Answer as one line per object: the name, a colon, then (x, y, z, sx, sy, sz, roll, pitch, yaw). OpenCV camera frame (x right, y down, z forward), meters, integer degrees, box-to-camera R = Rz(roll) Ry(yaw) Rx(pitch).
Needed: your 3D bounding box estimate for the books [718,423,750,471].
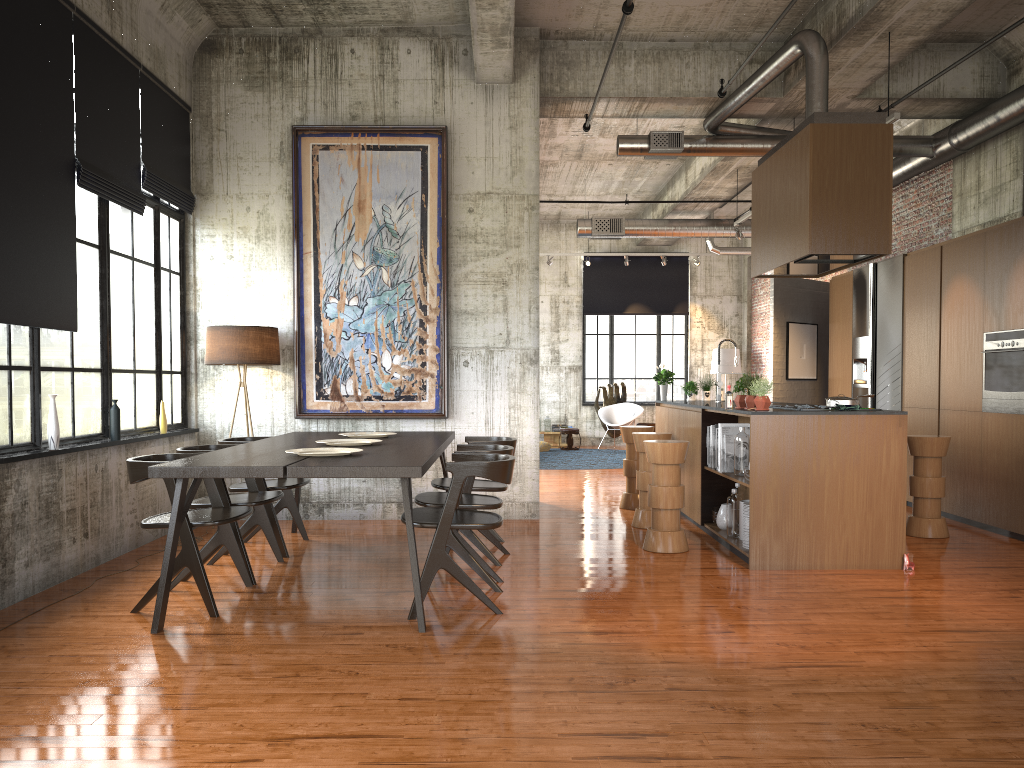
books: (1.036, 0.295, 4.142, 0.142, 0.222, 0.029, 0, 2, -1)

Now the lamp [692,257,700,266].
lamp: (2.057, -1.359, 9.880, 0.113, 0.108, 0.051, 1, 2, 40)

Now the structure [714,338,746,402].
structure: (1.293, -0.083, 5.252, 0.180, 0.375, 0.084, 0, 2, -1)

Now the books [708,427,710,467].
books: (1.036, 0.307, 4.354, 0.142, 0.196, 0.018, 0, 2, -1)

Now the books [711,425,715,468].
books: (1.038, 0.302, 4.291, 0.147, 0.207, 0.051, 0, 2, -1)

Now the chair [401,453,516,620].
chair: (-0.180, 0.496, 3.007, 0.385, 0.497, 0.439, 0, 1, 0)

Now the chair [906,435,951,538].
chair: (2.021, 0.494, 4.325, 0.205, 0.482, 0.205, 1, 2, 30)

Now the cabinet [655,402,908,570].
cabinet: (1.245, 0.430, 4.619, 0.623, 0.622, 2.182, 0, 0, -1)

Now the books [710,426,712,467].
books: (1.038, 0.305, 4.335, 0.142, 0.200, 0.018, 0, 2, -1)

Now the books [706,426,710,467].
books: (1.030, 0.306, 4.373, 0.142, 0.198, 0.018, 0, 2, -1)

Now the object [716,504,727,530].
object: (1.012, 0.628, 4.194, 0.090, 0.122, 0.090, -1, 2, -43)

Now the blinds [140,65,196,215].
blinds: (-1.698, -1.186, 4.409, 0.026, 0.571, 0.649, 0, 1, -1)

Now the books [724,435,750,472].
books: (1.041, 0.319, 4.082, 0.123, 0.174, 0.042, 0, 2, -1)

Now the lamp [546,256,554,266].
lamp: (0.421, -1.359, 9.850, 0.091, 0.120, 0.051, 0, 2, -6)

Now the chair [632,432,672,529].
chair: (0.723, 0.494, 4.596, 0.205, 0.482, 0.205, -1, 2, -22)

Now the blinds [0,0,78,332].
blinds: (-1.694, -0.835, 3.151, 0.017, 1.268, 0.608, 0, 2, -1)

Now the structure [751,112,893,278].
structure: (1.338, -0.797, 3.925, 0.332, 0.563, 0.815, 0, 1, -1)

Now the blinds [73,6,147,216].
blinds: (-1.691, -1.120, 3.765, 0.026, 0.699, 0.628, 0, 1, -1)

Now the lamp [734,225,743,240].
lamp: (1.674, -1.121, 6.556, 0.051, 0.106, 0.130, 1, 1, 29)

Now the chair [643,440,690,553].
chair: (0.688, 0.496, 3.963, 0.205, 0.482, 0.205, -1, 2, -22)

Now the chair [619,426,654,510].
chair: (0.740, 0.493, 5.269, 0.205, 0.482, 0.205, -1, 2, -22)

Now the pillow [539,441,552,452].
pillow: (0.304, 0.679, 9.591, 0.252, 0.124, 0.241, 0, 1, -34)

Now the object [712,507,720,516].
object: (1.028, 0.636, 4.326, 0.108, 0.064, 0.109, 0, 1, -5)

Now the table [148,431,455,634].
table: (-0.679, 0.492, 3.549, 0.819, 0.503, 1.853, 0, 0, -1)

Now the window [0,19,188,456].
window: (-1.739, -0.595, 3.802, 0.025, 1.719, 1.907, 0, 1, -1)

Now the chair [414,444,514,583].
chair: (-0.185, 0.495, 3.458, 0.385, 0.497, 0.439, 0, 1, -1)

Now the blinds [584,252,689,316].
blinds: (1.448, -1.163, 10.340, 1.222, 0.733, 0.075, 0, 2, 0)

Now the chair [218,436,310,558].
chair: (-1.111, 0.495, 3.996, 0.385, 0.497, 0.439, 0, 1, -1)

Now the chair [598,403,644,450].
chair: (1.185, 0.466, 9.713, 0.529, 0.516, 0.403, 1, 2, 39)

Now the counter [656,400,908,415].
counter: (1.245, 0.150, 4.608, 0.623, 0.087, 2.183, 0, 0, -1)

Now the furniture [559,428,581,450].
furniture: (0.637, 0.605, 9.786, 0.216, 0.239, 0.216, 1, 2, 44)

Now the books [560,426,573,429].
books: (0.621, 0.479, 9.795, 0.150, 0.021, 0.114, 0, 0, -27)

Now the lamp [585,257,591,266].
lamp: (0.842, -1.359, 9.865, 0.051, 0.106, 0.130, 0, 1, -6)

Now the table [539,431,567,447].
table: (0.469, 0.636, 10.244, 0.438, 0.179, 0.238, 0, 1, -1)

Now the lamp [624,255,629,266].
lamp: (1.269, -1.361, 9.844, 0.051, 0.126, 0.082, 1, 2, 24)

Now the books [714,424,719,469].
books: (1.037, 0.299, 4.226, 0.142, 0.214, 0.025, 0, 2, -1)

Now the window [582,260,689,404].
window: (1.450, -0.601, 10.447, 1.290, 1.719, 0.025, 0, 2, -1)

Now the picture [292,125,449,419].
picture: (-0.755, -0.592, 4.749, 0.828, 1.561, 0.071, 0, 2, -1)

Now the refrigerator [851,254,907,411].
refrigerator: (2.629, -0.021, 5.747, 0.606, 1.526, 0.759, 0, 2, -1)

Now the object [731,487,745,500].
object: (1.078, 0.583, 4.242, 0.069, 0.211, 0.069, 0, 2, 11)

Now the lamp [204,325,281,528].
lamp: (-1.390, 0.223, 4.601, 0.376, 1.029, 0.376, 0, 2, 11)

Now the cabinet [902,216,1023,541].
cabinet: (2.589, -0.020, 4.033, 0.430, 1.523, 2.673, 0, 1, -1)

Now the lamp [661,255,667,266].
lamp: (1.683, -1.361, 9.850, 0.051, 0.126, 0.082, 2, 2, 44)

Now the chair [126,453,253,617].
chair: (-1.096, 0.497, 3.036, 0.385, 0.497, 0.439, 0, 1, -1)

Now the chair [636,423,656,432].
chair: (1.254, 0.530, 7.871, 0.438, 0.397, 0.522, 0, 1, 0)

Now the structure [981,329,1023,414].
structure: (2.360, -0.058, 4.254, 0.039, 0.398, 0.430, 0, 1, -1)

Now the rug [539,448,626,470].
rug: (0.477, 0.727, 8.785, 2.424, 0.005, 2.424, 0, 0, -44)

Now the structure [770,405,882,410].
structure: (1.366, 0.103, 3.961, 0.339, 0.010, 0.549, 0, 0, -1)

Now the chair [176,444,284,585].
chair: (-1.101, 0.496, 3.487, 0.385, 0.497, 0.439, 0, 1, 0)

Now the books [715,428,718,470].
books: (1.032, 0.307, 4.203, 0.142, 0.198, 0.018, 0, 2, -1)

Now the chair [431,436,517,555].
chair: (-0.170, 0.494, 3.988, 0.385, 0.497, 0.439, 0, 1, -4)

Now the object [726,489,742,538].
object: (1.005, 0.581, 4.014, 0.069, 0.216, 0.069, 0, 2, 11)

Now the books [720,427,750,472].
books: (1.040, 0.302, 4.102, 0.147, 0.207, 0.051, 0, 2, -1)

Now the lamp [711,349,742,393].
lamp: (2.442, 0.163, 10.143, 0.347, 1.122, 0.354, 1, 2, 22)

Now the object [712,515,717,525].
object: (1.028, 0.663, 4.328, 0.108, 0.053, 0.108, 0, 0, 10)
